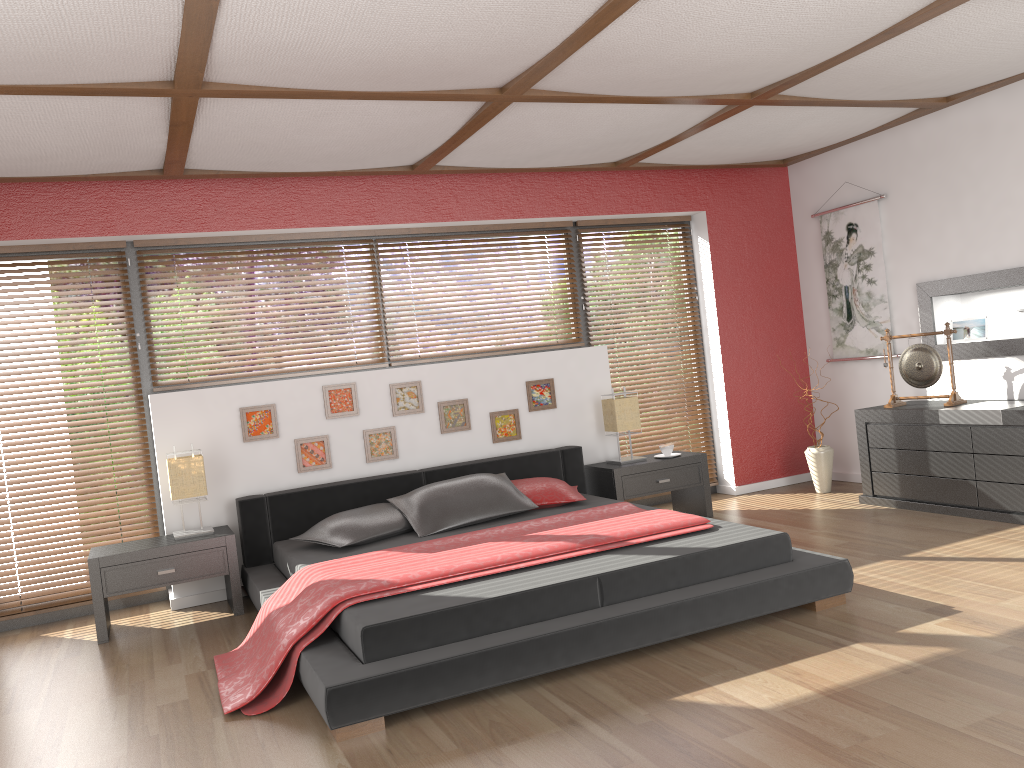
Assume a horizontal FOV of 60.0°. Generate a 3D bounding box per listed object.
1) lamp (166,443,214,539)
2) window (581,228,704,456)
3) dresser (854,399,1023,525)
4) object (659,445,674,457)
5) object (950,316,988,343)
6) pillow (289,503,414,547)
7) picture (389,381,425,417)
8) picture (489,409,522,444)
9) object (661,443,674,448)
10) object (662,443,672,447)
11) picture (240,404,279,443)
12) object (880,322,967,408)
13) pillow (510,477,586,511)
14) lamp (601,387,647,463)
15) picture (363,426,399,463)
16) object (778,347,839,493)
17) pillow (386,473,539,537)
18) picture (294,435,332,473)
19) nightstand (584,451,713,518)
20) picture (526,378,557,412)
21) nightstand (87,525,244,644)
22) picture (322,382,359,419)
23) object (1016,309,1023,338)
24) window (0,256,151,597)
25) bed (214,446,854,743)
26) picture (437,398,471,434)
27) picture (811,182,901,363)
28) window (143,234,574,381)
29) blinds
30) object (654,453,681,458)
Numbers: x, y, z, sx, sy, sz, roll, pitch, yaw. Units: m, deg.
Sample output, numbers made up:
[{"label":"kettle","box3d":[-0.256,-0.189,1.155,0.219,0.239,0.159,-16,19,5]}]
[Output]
[{"label":"lamp","box3d":[-1.740,0.563,4.764,0.200,0.480,0.200,-7,1,-23]},{"label":"window","box3d":[0.978,-0.216,6.550,0.889,1.893,0.020,-7,1,-23]},{"label":"dresser","box3d":[2.793,0.417,5.020,0.540,0.608,1.740,-7,1,-23]},{"label":"object","box3d":[1.021,0.441,5.839,0.099,0.069,0.099,-6,1,2]},{"label":"object","box3d":[2.898,-0.346,5.627,0.041,0.146,0.226,-8,2,-43]},{"label":"pillow","box3d":[-0.767,0.751,4.765,0.418,0.172,0.745,-5,2,42]},{"label":"picture","box3d":[-0.646,0.089,5.465,0.200,0.200,0.010,-7,1,-23]},{"label":"picture","box3d":[-0.041,0.271,5.718,0.200,0.200,0.010,-7,1,-23]},{"label":"object","box3d":[1.020,0.403,5.822,0.007,0.007,0.192,-6,2,36]},{"label":"object","box3d":[1.019,0.403,5.845,0.007,0.007,0.192,-6,1,31]},{"label":"picture","box3d":[-1.457,0.225,5.117,0.200,0.200,0.010,-7,1,-23]},{"label":"object","box3d":[2.514,-0.115,5.459,0.173,0.498,0.490,-7,2,-38]},{"label":"pillow","box3d":[0.045,0.650,5.172,0.745,0.172,0.418,-7,1,-4]},{"label":"lamp","box3d":[0.724,0.262,5.821,0.200,0.480,0.200,-7,1,-23]},{"label":"picture","box3d":[-0.797,0.368,5.394,0.200,0.200,0.010,-7,1,-23]},{"label":"object","box3d":[2.087,0.256,6.228,0.364,1.035,0.422,-5,2,42]},{"label":"pillow","box3d":[-0.271,0.640,4.886,0.744,0.241,0.386,-7,1,-28]},{"label":"picture","box3d":[-1.172,0.412,5.233,0.200,0.200,0.010,-7,1,-23]},{"label":"nightstand","box3d":[0.900,0.706,5.841,0.700,0.423,0.413,-7,1,-23]},{"label":"picture","box3d":[0.192,0.072,5.823,0.200,0.200,0.010,-7,1,-23]},{"label":"nightstand","box3d":[-1.818,1.038,4.674,0.700,0.423,0.413,-7,1,-23]},{"label":"picture","box3d":[-1.023,0.100,5.305,0.200,0.200,0.010,-7,1,-23]},{"label":"object","box3d":[3.087,-0.367,5.268,0.159,0.171,0.159,-6,1,26]},{"label":"window","box3d":[-2.585,0.219,5.021,0.889,1.893,0.020,-7,1,-23]},{"label":"bed","box3d":[-0.206,0.787,4.280,2.469,0.577,2.413,-7,1,-23]},{"label":"picture","box3d":[-0.362,0.202,5.583,0.200,0.200,0.010,-7,1,-23]},{"label":"picture","box3d":[2.422,-0.799,6.285,0.028,1.270,0.701,-7,1,-23]},{"label":"window","box3d":[-0.862,-0.538,5.775,2.817,0.786,0.020,-7,1,-23]},{"label":"blinds","box3d":[-0.774,0.035,5.723,4.840,1.952,0.032,-7,1,-23]},{"label":"object","box3d":[1.025,0.473,5.840,0.179,0.012,0.179,-6,1,2]}]
